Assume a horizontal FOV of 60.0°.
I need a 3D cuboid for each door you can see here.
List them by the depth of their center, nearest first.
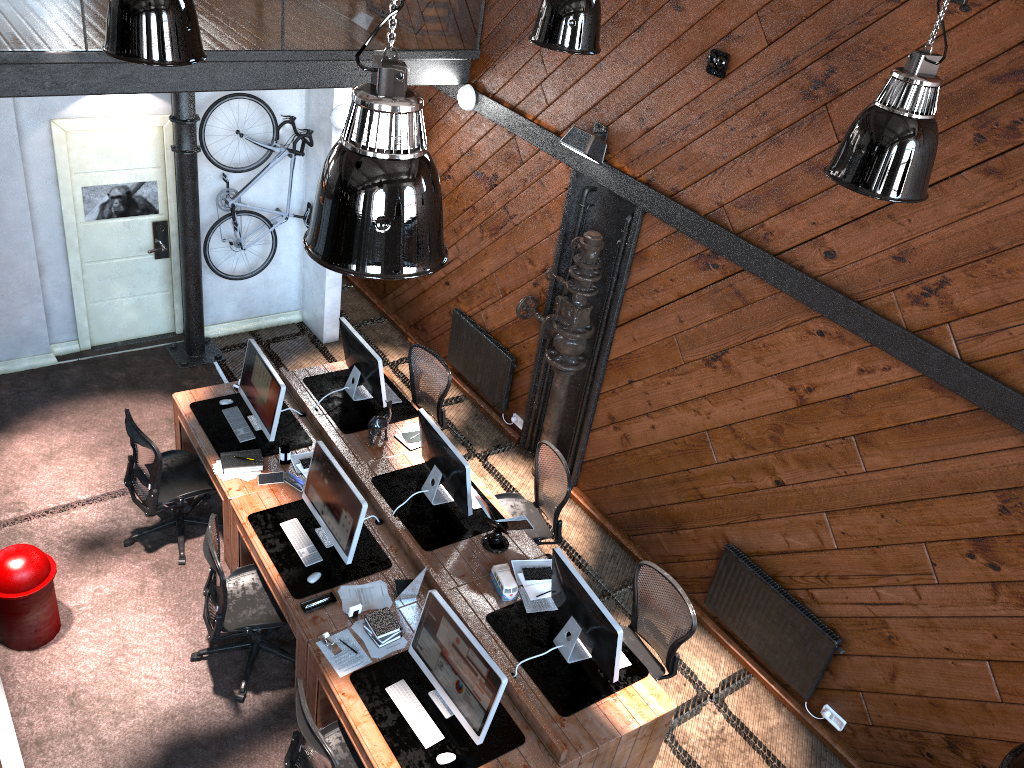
[{"bbox_3d":[-3.607,-1.368,8.259,1.013,2.268,0.064,-15,40,-34],"label":"door"}]

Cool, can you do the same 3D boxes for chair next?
[{"bbox_3d":[-0.901,2.045,4.853,0.770,1.085,0.792,33,39,31],"label":"chair"},{"bbox_3d":[-1.674,1.342,5.721,0.792,1.085,0.770,-16,41,-34],"label":"chair"},{"bbox_3d":[0.755,1.762,5.758,0.770,1.085,0.792,33,39,31],"label":"chair"},{"bbox_3d":[-2.510,0.652,6.550,0.770,1.085,0.792,26,36,23],"label":"chair"},{"bbox_3d":[0.069,1.022,6.707,0.792,1.085,0.770,-16,41,-34],"label":"chair"},{"bbox_3d":[-0.891,0.272,7.595,0.770,1.085,0.792,26,36,23],"label":"chair"}]

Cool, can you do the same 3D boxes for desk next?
[{"bbox_3d":[-0.903,1.259,6.295,1.748,0.840,4.117,-13,39,-32],"label":"desk"}]

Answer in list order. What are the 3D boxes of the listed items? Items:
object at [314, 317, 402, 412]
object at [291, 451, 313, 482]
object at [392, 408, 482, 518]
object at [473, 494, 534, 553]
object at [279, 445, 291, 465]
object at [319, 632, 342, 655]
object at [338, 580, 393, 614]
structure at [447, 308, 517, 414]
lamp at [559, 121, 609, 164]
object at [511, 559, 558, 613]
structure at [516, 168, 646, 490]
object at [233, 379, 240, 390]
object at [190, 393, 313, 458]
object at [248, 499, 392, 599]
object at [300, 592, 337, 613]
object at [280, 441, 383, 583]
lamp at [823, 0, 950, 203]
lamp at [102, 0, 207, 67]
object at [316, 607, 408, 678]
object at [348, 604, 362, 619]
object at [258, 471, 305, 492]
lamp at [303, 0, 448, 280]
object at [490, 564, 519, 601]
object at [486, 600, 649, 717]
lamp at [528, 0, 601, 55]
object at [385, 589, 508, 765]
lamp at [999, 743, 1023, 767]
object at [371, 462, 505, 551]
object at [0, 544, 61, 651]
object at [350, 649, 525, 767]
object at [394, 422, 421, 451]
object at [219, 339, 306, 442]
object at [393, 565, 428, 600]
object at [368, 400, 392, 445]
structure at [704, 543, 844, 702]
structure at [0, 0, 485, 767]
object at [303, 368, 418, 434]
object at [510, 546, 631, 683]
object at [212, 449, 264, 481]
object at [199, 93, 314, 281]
[{"bbox_3d":[-1.188,-0.141,7.251,0.648,0.576,0.799,13,33,4],"label":"object"},{"bbox_3d":[-1.419,0.627,6.480,0.304,0.017,0.467,-9,37,-28],"label":"object"},{"bbox_3d":[-0.446,0.585,6.342,0.642,0.578,0.772,13,33,5],"label":"object"},{"bbox_3d":[-0.085,0.943,6.039,0.417,0.380,0.304,23,34,18],"label":"object"},{"bbox_3d":[-1.665,0.513,6.501,0.078,0.138,0.099,-3,35,-20],"label":"object"},{"bbox_3d":[-1.063,1.508,5.193,0.159,0.064,0.054,32,39,30],"label":"object"},{"bbox_3d":[-0.920,1.335,5.557,0.315,0.002,0.246,-4,35,-21],"label":"object"},{"bbox_3d":[-0.304,-0.220,8.583,0.073,0.628,1.064,-15,40,-34],"label":"structure"},{"bbox_3d":[0.552,-1.800,6.610,0.262,0.260,0.328,-15,40,-34],"label":"lamp"},{"bbox_3d":[0.184,1.322,5.861,0.304,0.017,0.467,0,34,-15],"label":"object"},{"bbox_3d":[0.461,-0.396,7.487,0.500,2.745,1.003,-10,38,-29],"label":"structure"},{"bbox_3d":[-2.199,0.007,7.189,0.082,0.063,0.106,21,34,16],"label":"object"},{"bbox_3d":[-2.015,0.306,6.832,0.687,0.008,0.848,-14,40,-32],"label":"object"},{"bbox_3d":[-1.285,1.042,5.903,0.687,0.008,0.848,-14,40,-32],"label":"object"},{"bbox_3d":[-1.188,1.340,5.449,0.215,0.031,0.089,-15,40,-34],"label":"object"},{"bbox_3d":[-1.217,0.834,5.738,0.654,0.576,0.735,14,33,6],"label":"object"},{"bbox_3d":[1.787,-1.871,3.289,0.445,2.372,0.445,-6,36,-24],"label":"lamp"},{"bbox_3d":[-1.481,-2.526,3.496,0.445,2.372,0.445,17,33,10],"label":"lamp"},{"bbox_3d":[-0.878,1.492,5.237,0.478,0.098,0.319,-16,41,-35],"label":"object"},{"bbox_3d":[-0.954,1.381,5.388,0.076,0.102,0.034,-14,40,-33],"label":"object"},{"bbox_3d":[-1.627,0.673,6.303,0.347,0.083,0.129,9,33,-2],"label":"object"},{"bbox_3d":[-0.242,-1.408,2.120,0.445,2.372,0.445,0,34,-16],"label":"lamp"},{"bbox_3d":[-0.048,1.292,5.788,0.128,0.146,0.253,-5,36,-23],"label":"object"},{"bbox_3d":[0.335,1.610,5.483,0.687,0.008,0.848,-14,40,-32],"label":"object"},{"bbox_3d":[0.498,-3.030,4.713,0.445,2.372,0.445,9,33,-3],"label":"lamp"},{"bbox_3d":[-0.290,1.560,4.875,0.610,0.573,0.714,-15,41,-34],"label":"object"},{"bbox_3d":[1.113,-0.270,0.648,0.445,2.372,0.445,14,33,5],"label":"lamp"},{"bbox_3d":[-0.533,0.845,6.419,0.687,0.008,0.848,-14,40,-32],"label":"object"},{"bbox_3d":[-3.118,1.332,5.659,0.414,0.707,0.414,13,33,4],"label":"object"},{"bbox_3d":[-0.424,1.810,4.960,0.687,0.008,0.848,-14,40,-32],"label":"object"},{"bbox_3d":[-0.741,0.401,6.999,0.316,0.060,0.229,-20,44,-39],"label":"object"},{"bbox_3d":[-1.950,0.067,6.720,0.692,0.581,0.586,14,33,6],"label":"object"},{"bbox_3d":[-0.648,1.204,5.541,0.165,0.320,0.178,-8,37,-27],"label":"object"},{"bbox_3d":[-1.005,0.278,6.844,0.229,0.351,0.135,-16,41,-35],"label":"object"},{"bbox_3d":[1.809,1.686,6.236,0.073,0.628,1.064,-15,40,-34],"label":"structure"},{"bbox_3d":[-3.953,-0.014,5.086,10.620,4.603,5.793,-15,40,-34],"label":"structure"},{"bbox_3d":[-1.255,0.107,7.355,0.687,0.008,0.848,-14,40,-32],"label":"object"},{"bbox_3d":[0.447,1.415,5.312,0.663,0.578,0.811,18,33,12],"label":"object"},{"bbox_3d":[-1.969,0.572,6.380,0.363,0.065,0.325,2,34,-13],"label":"object"},{"bbox_3d":[-2.360,-1.826,8.404,0.655,1.846,1.022,24,35,20],"label":"object"}]
